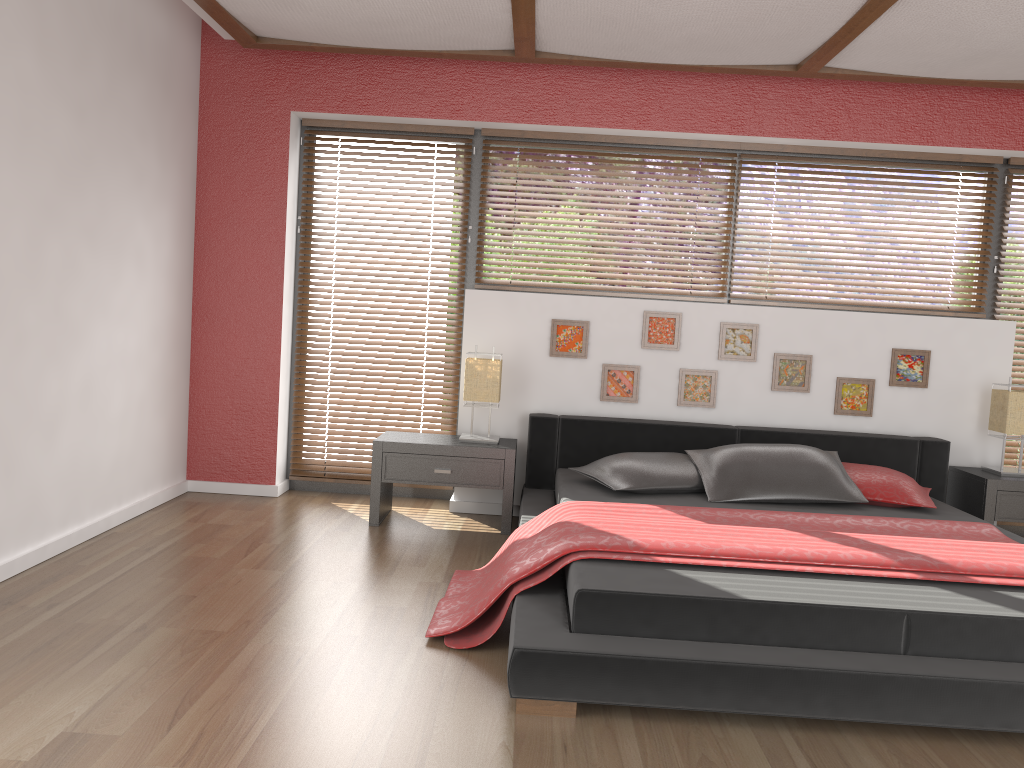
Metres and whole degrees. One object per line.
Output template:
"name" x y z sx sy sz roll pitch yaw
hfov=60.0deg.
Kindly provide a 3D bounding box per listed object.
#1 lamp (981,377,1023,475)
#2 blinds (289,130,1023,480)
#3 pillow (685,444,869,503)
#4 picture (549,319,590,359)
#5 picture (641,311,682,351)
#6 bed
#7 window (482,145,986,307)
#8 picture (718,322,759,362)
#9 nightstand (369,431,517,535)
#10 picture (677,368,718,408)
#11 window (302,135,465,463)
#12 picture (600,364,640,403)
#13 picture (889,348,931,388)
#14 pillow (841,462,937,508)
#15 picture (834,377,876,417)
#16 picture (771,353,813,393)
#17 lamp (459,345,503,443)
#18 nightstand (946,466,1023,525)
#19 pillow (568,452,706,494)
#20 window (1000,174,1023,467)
"lamp" 2.542 0.206 4.480 0.200 0.480 0.200 3 4 1
"blinds" 1.199 -0.305 4.971 4.840 1.952 0.032 3 4 1
"pillow" 1.201 0.401 4.065 0.744 0.241 0.386 3 4 -3
"picture" 0.305 -0.240 4.712 0.200 0.200 0.010 3 4 1
"picture" 0.792 -0.282 4.696 0.200 0.200 0.010 3 4 1
"bed" 0.983 0.569 3.501 2.469 0.577 2.413 3 4 1
"window" 1.238 -0.885 4.999 2.817 0.786 0.020 3 4 1
"picture" 1.198 -0.222 4.690 0.200 0.200 0.010 3 4 1
"nightstand" -0.338 0.496 4.532 0.700 0.423 0.413 3 4 1
"picture" 0.986 0.023 4.712 0.200 0.200 0.010 3 4 1
"window" -0.743 -0.463 5.078 0.889 1.893 0.020 3 4 1
"picture" 0.576 -0.003 4.721 0.200 0.200 0.010 3 4 1
"picture" 2.098 -0.083 4.677 0.200 0.200 0.010 3 4 1
"pillow" 1.600 0.467 4.199 0.745 0.172 0.418 5 4 20
"picture" 1.813 0.069 4.694 0.200 0.200 0.010 3 4 1
"picture" 1.482 -0.059 4.694 0.200 0.200 0.010 3 4 1
"lamp" -0.151 0.043 4.537 0.200 0.480 0.200 3 4 1
"nightstand" 2.632 0.676 4.469 0.700 0.423 0.413 3 4 1
"pillow" 0.688 0.416 4.165 0.745 0.172 0.418 2 4 -24
"window" 3.151 -0.227 4.995 0.889 1.893 0.020 3 4 1
